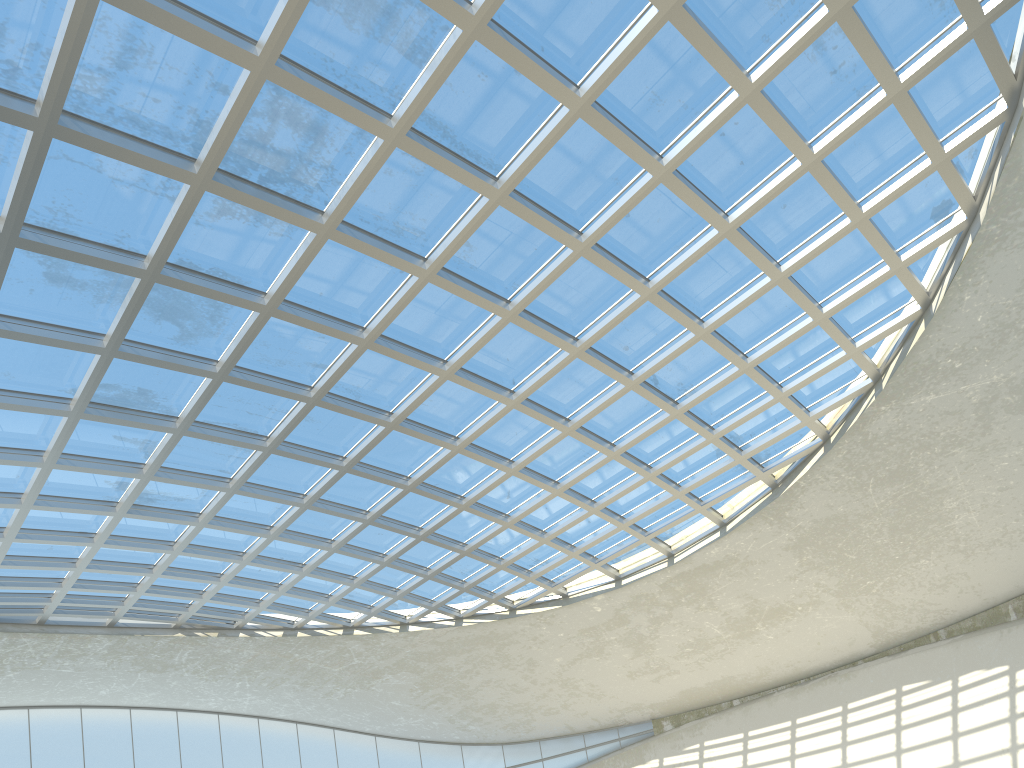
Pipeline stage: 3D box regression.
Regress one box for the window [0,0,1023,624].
[{"bbox_3d":[-13.287,4.080,45.143,81.375,9.878,86.563,20,-43,-37],"label":"window"}]
